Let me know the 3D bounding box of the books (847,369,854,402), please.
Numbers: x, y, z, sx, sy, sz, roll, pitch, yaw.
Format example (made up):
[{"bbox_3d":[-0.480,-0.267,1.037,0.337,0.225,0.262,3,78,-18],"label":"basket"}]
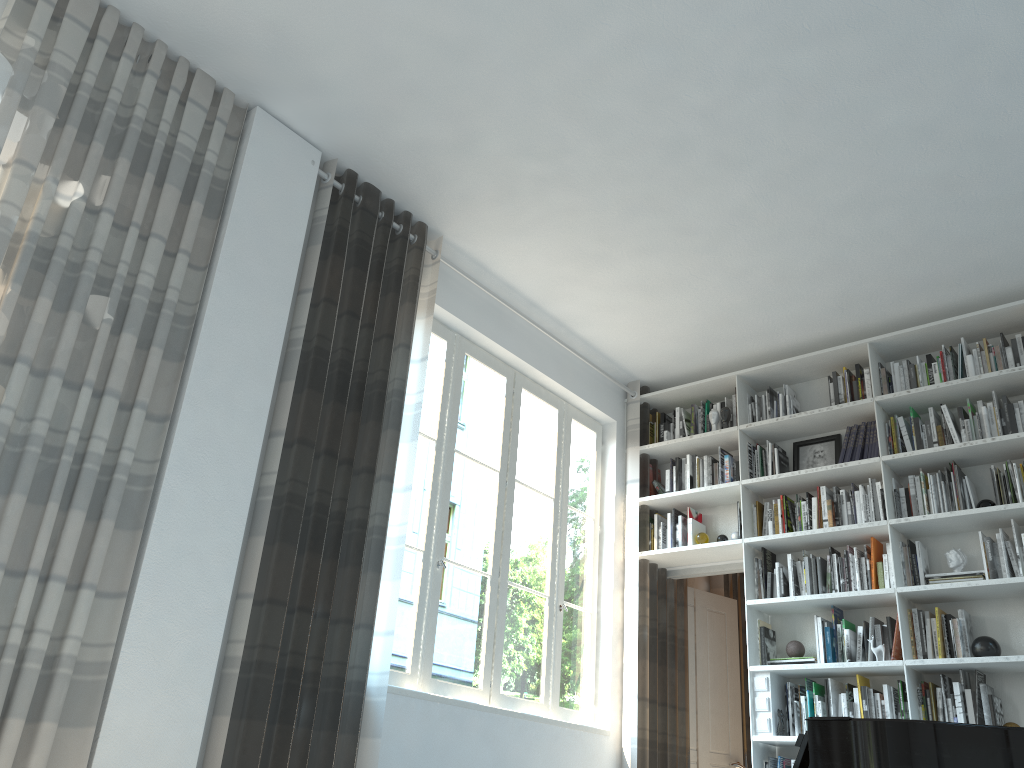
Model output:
[{"bbox_3d":[2.089,0.067,5.400,0.011,0.273,0.184,-16,-32,36],"label":"books"}]

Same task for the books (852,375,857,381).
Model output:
[{"bbox_3d":[2.115,0.085,5.409,0.013,0.253,0.129,-16,-32,36],"label":"books"}]

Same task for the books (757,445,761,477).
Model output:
[{"bbox_3d":[1.596,0.536,5.590,0.009,0.259,0.184,-16,-32,36],"label":"books"}]

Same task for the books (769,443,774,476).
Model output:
[{"bbox_3d":[1.650,0.517,5.540,0.023,0.257,0.184,-16,-32,36],"label":"books"}]

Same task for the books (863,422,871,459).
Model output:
[{"bbox_3d":[2.119,0.387,5.227,0.079,0.284,0.174,-16,-32,36],"label":"books"}]

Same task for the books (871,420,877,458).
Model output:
[{"bbox_3d":[2.154,0.377,5.200,0.079,0.284,0.174,-16,-32,36],"label":"books"}]

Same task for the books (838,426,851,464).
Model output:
[{"bbox_3d":[2.011,0.418,5.295,0.110,0.278,0.174,-16,-32,36],"label":"books"}]

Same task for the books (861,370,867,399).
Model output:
[{"bbox_3d":[2.162,0.062,5.362,0.022,0.259,0.152,-16,-32,36],"label":"books"}]

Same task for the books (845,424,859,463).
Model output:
[{"bbox_3d":[2.040,0.404,5.263,0.110,0.278,0.174,-16,-32,36],"label":"books"}]

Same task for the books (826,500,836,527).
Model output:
[{"bbox_3d":[1.887,0.795,5.164,0.029,0.194,0.192,-16,-32,36],"label":"books"}]

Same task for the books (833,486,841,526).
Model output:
[{"bbox_3d":[1.929,0.758,5.186,0.025,0.284,0.161,-16,-32,36],"label":"books"}]

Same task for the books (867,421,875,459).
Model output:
[{"bbox_3d":[2.139,0.383,5.217,0.079,0.284,0.174,-16,-32,36],"label":"books"}]

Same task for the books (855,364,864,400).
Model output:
[{"bbox_3d":[2.130,0.042,5.367,0.025,0.295,0.164,-16,-32,36],"label":"books"}]

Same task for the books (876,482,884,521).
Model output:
[{"bbox_3d":[2.120,0.706,5.020,0.035,0.262,0.178,-16,-32,36],"label":"books"}]

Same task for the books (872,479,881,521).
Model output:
[{"bbox_3d":[2.100,0.702,5.045,0.022,0.288,0.170,-16,-32,36],"label":"books"}]

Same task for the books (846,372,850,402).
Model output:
[{"bbox_3d":[2.080,0.074,5.403,0.010,0.262,0.157,-16,-32,36],"label":"books"}]

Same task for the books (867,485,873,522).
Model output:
[{"bbox_3d":[2.082,0.726,5.072,0.024,0.264,0.155,-16,-32,36],"label":"books"}]

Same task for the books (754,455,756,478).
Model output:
[{"bbox_3d":[1.568,0.574,5.609,0.015,0.206,0.173,-16,-32,36],"label":"books"}]

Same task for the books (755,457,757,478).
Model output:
[{"bbox_3d":[1.577,0.557,5.611,0.005,0.237,0.154,-16,-32,36],"label":"books"}]

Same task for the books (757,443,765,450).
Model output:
[{"bbox_3d":[1.588,0.532,5.617,0.006,0.287,0.144,-16,-32,36],"label":"books"}]

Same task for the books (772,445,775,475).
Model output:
[{"bbox_3d":[1.669,0.520,5.534,0.011,0.248,0.168,-16,-32,36],"label":"books"}]

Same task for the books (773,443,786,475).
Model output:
[{"bbox_3d":[1.677,0.515,5.528,0.012,0.253,0.167,-16,-32,36],"label":"books"}]

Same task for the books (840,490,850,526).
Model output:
[{"bbox_3d":[1.961,0.762,5.159,0.029,0.259,0.158,-16,-32,36],"label":"books"}]

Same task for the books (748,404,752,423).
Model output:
[{"bbox_3d":[1.582,0.248,5.774,0.017,0.203,0.143,-16,-32,36],"label":"books"}]

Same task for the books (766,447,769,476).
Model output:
[{"bbox_3d":[1.637,0.534,5.560,0.019,0.242,0.154,-16,-32,36],"label":"books"}]

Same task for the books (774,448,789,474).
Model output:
[{"bbox_3d":[1.680,0.528,5.506,0.012,0.213,0.186,-16,-32,36],"label":"books"}]

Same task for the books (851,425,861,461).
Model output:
[{"bbox_3d":[2.069,0.406,5.262,0.110,0.278,0.174,-16,-32,36],"label":"books"}]

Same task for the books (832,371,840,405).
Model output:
[{"bbox_3d":[2.025,0.084,5.450,0.024,0.278,0.188,-16,-32,36],"label":"books"}]

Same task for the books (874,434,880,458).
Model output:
[{"bbox_3d":[2.163,0.366,5.177,0.079,0.284,0.174,-16,-32,36],"label":"books"}]

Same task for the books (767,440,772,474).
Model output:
[{"bbox_3d":[1.646,0.514,5.559,0.005,0.279,0.191,-16,-32,36],"label":"books"}]

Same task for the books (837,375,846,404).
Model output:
[{"bbox_3d":[2.044,0.091,5.428,0.028,0.248,0.156,-16,-32,36],"label":"books"}]

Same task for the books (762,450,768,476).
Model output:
[{"bbox_3d":[1.620,0.543,5.554,0.018,0.217,0.187,-16,-32,36],"label":"books"}]

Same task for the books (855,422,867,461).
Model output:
[{"bbox_3d":[2.080,0.389,5.231,0.097,0.281,0.174,-16,-32,36],"label":"books"}]

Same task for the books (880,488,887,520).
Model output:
[{"bbox_3d":[2.131,0.715,4.968,0.039,0.201,0.236,-16,-32,36],"label":"books"}]

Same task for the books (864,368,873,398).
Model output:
[{"bbox_3d":[2.174,0.054,5.336,0.031,0.253,0.178,-16,-32,36],"label":"books"}]

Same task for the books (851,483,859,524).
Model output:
[{"bbox_3d":[2.007,0.732,5.113,0.012,0.279,0.188,-16,-32,36],"label":"books"}]

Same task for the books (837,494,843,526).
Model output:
[{"bbox_3d":[1.935,0.774,5.156,0.013,0.231,0.172,-16,-32,36],"label":"books"}]

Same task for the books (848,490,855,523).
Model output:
[{"bbox_3d":[1.999,0.753,5.134,0.035,0.259,0.131,-16,-32,36],"label":"books"}]

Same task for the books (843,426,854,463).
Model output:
[{"bbox_3d":[2.034,0.416,5.288,0.110,0.278,0.174,-16,-32,36],"label":"books"}]

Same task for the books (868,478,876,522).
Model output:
[{"bbox_3d":[2.079,0.700,5.046,0.012,0.289,0.183,-16,-32,36],"label":"books"}]

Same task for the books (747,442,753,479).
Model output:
[{"bbox_3d":[1.543,0.535,5.633,0.005,0.291,0.184,-16,-32,36],"label":"books"}]

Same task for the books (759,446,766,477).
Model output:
[{"bbox_3d":[1.600,0.534,5.569,0.004,0.245,0.189,-16,-32,36],"label":"books"}]

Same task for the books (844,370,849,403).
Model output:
[{"bbox_3d":[2.079,0.073,5.422,0.013,0.282,0.167,-16,-32,36],"label":"books"}]

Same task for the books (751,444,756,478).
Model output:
[{"bbox_3d":[1.560,0.539,5.631,0.006,0.286,0.149,-16,-32,36],"label":"books"}]

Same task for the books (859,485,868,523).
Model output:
[{"bbox_3d":[2.040,0.727,5.078,0.022,0.262,0.175,-16,-32,36],"label":"books"}]

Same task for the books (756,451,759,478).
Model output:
[{"bbox_3d":[1.580,0.553,5.575,0.004,0.213,0.187,-16,-32,36],"label":"books"}]

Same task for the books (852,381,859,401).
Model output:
[{"bbox_3d":[2.113,0.100,5.367,0.027,0.189,0.178,-16,-32,36],"label":"books"}]

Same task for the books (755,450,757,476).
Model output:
[{"bbox_3d":[1.582,0.552,5.589,0.009,0.227,0.185,-16,-32,36],"label":"books"}]

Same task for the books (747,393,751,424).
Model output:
[{"bbox_3d":[1.581,0.217,5.804,0.007,0.283,0.160,-16,-32,36],"label":"books"}]

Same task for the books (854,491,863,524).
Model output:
[{"bbox_3d":[2.018,0.748,5.086,0.031,0.229,0.173,-16,-32,36],"label":"books"}]

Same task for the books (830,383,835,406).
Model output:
[{"bbox_3d":[2.006,0.119,5.456,0.028,0.217,0.153,-16,-32,36],"label":"books"}]

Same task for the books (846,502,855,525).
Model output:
[{"bbox_3d":[1.977,0.789,5.128,0.022,0.185,0.137,-16,-32,36],"label":"books"}]

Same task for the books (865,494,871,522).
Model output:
[{"bbox_3d":[2.060,0.754,5.064,0.013,0.205,0.173,-16,-32,36],"label":"books"}]

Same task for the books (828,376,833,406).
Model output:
[{"bbox_3d":[2.000,0.102,5.489,0.013,0.276,0.151,-16,-32,36],"label":"books"}]

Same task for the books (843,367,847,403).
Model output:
[{"bbox_3d":[2.079,0.065,5.449,0.014,0.319,0.137,-16,-32,36],"label":"books"}]
